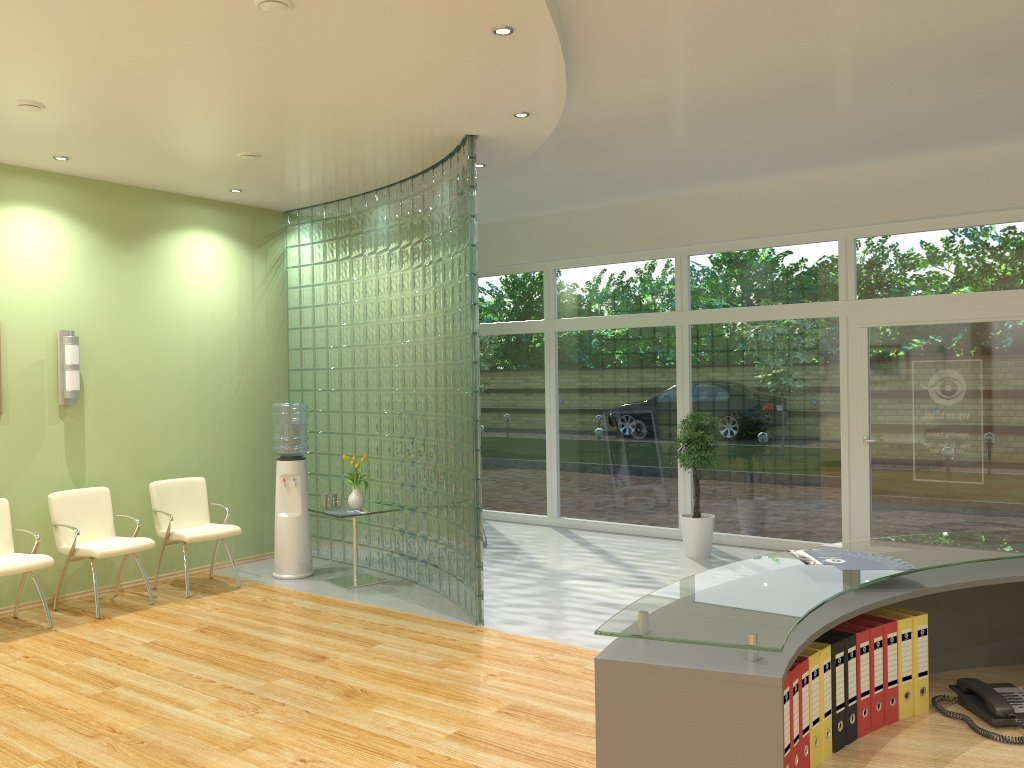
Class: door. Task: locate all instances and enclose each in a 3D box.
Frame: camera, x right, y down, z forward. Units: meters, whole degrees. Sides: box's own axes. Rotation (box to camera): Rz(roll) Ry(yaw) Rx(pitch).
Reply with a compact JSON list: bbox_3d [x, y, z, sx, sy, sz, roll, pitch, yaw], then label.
[{"bbox_3d":[3.739,0.475,7.602,1.500,2.200,0.218,-1,1,37],"label":"door"}]

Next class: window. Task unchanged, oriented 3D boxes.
[{"bbox_3d":[3.255,0.081,7.962,9.401,3.000,0.092,-1,1,37],"label":"window"}]

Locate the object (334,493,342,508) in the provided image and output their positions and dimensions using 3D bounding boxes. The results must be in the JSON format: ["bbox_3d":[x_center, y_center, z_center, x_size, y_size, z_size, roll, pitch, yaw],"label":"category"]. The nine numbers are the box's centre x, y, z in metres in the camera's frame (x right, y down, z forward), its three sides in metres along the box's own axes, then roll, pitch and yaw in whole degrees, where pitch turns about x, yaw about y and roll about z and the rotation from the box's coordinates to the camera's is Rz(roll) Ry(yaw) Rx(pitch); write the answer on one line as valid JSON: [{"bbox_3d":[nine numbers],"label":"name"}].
[{"bbox_3d":[-1.473,0.989,7.513,0.072,0.119,0.071,-1,1,37],"label":"object"}]

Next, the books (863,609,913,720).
[{"bbox_3d":[1.068,0.806,2.616,0.063,0.282,0.231,-1,0,-27],"label":"books"}]

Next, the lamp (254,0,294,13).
[{"bbox_3d":[-1.042,-1.655,3.886,0.167,0.024,0.167,-1,0,-14],"label":"lamp"}]

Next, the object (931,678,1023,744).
[{"bbox_3d":[1.365,0.903,2.431,0.279,0.081,0.411,-1,0,-3],"label":"object"}]

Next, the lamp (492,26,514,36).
[{"bbox_3d":[-0.043,-1.681,4.226,0.105,0.011,0.105,-1,0,7],"label":"lamp"}]

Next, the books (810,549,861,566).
[{"bbox_3d":[0.969,0.520,2.669,0.150,0.004,0.210,-1,0,22],"label":"books"}]

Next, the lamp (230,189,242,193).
[{"bbox_3d":[-2.387,-1.668,7.664,0.105,0.011,0.105,-1,0,18],"label":"lamp"}]

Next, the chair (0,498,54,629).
[{"bbox_3d":[11.627,0.954,7.331,31.281,0.986,0.752,-1,0,-5],"label":"chair"}]

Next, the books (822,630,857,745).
[{"bbox_3d":[0.815,0.812,2.424,0.233,0.282,0.062,-1,1,36],"label":"books"}]

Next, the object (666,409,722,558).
[{"bbox_3d":[1.725,0.916,8.305,0.503,1.376,0.590,-1,0,17],"label":"object"}]

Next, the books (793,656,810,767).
[{"bbox_3d":[0.633,0.816,2.239,0.231,0.282,0.063,-1,1,43],"label":"books"}]

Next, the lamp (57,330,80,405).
[{"bbox_3d":[-3.450,-0.130,6.916,0.142,0.580,0.134,-1,1,37],"label":"lamp"}]

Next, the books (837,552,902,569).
[{"bbox_3d":[1.022,0.520,2.621,0.210,0.004,0.150,-1,0,-28],"label":"books"}]

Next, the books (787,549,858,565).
[{"bbox_3d":[0.933,0.520,2.676,0.150,0.004,0.210,-1,0,2],"label":"books"}]

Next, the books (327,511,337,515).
[{"bbox_3d":[-1.398,1.048,7.254,0.150,0.004,0.210,-1,1,42],"label":"books"}]

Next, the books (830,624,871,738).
[{"bbox_3d":[0.890,0.810,2.492,0.063,0.282,0.231,-1,1,-34],"label":"books"}]

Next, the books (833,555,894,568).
[{"bbox_3d":[1.012,0.520,2.636,0.210,0.004,0.150,-1,1,-38],"label":"books"}]

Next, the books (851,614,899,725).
[{"bbox_3d":[1.008,0.808,2.577,0.063,0.282,0.231,-1,0,-29],"label":"books"}]

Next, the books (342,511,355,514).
[{"bbox_3d":[-1.296,1.046,7.232,0.150,0.004,0.210,-1,0,-18],"label":"books"}]

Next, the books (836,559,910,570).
[{"bbox_3d":[1.029,0.520,2.604,0.210,0.004,0.150,-1,0,-18],"label":"books"}]

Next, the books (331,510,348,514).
[{"bbox_3d":[-1.367,1.047,7.234,0.150,0.004,0.210,-1,0,22],"label":"books"}]

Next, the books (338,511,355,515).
[{"bbox_3d":[-1.332,1.046,7.227,0.150,0.004,0.210,-1,0,2],"label":"books"}]

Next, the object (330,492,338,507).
[{"bbox_3d":[-1.521,0.990,7.577,0.072,0.119,0.071,-1,1,37],"label":"object"}]

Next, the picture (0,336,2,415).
[{"bbox_3d":[-4.083,-0.114,6.170,0.025,0.700,1.000,-1,1,37],"label":"picture"}]

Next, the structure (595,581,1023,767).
[{"bbox_3d":[2.236,1.108,2.114,3.673,1.049,1.837,-1,0,22],"label":"structure"}]

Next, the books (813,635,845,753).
[{"bbox_3d":[0.765,0.813,2.377,0.233,0.282,0.062,-1,1,36],"label":"books"}]

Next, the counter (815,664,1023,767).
[{"bbox_3d":[2.212,0.942,2.060,3.444,0.018,1.723,-1,0,22],"label":"counter"}]

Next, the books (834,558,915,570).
[{"bbox_3d":[1.034,0.520,2.568,0.210,0.004,0.150,-1,0,2],"label":"books"}]

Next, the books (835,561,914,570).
[{"bbox_3d":[1.033,0.520,2.586,0.210,0.004,0.150,-1,0,-8],"label":"books"}]

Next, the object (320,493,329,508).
[{"bbox_3d":[-1.591,0.991,7.530,0.072,0.119,0.071,-1,1,37],"label":"object"}]

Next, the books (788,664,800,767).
[{"bbox_3d":[0.586,0.818,2.179,0.231,0.282,0.063,-1,1,38],"label":"books"}]

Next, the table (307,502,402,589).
[{"bbox_3d":[-1.320,1.354,7.454,0.581,0.614,0.581,-1,1,-39],"label":"table"}]

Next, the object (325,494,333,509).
[{"bbox_3d":[-1.540,0.991,7.463,0.072,0.119,0.071,-1,1,37],"label":"object"}]

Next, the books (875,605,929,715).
[{"bbox_3d":[1.108,0.805,2.634,0.062,0.282,0.233,-1,1,-40],"label":"books"}]

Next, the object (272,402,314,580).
[{"bbox_3d":[-1.917,0.916,7.731,0.353,1.506,0.353,-1,1,44],"label":"object"}]

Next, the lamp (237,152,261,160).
[{"bbox_3d":[-1.922,-1.660,6.488,0.167,0.024,0.167,-1,0,20],"label":"lamp"}]

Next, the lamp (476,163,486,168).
[{"bbox_3d":[-0.257,-1.698,6.900,0.105,0.011,0.105,-1,1,-36],"label":"lamp"}]

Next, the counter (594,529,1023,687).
[{"bbox_3d":[2.227,0.544,2.109,3.674,0.078,1.837,-1,0,22],"label":"counter"}]

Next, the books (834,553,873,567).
[{"bbox_3d":[0.985,0.520,2.661,0.150,0.004,0.210,-1,1,32],"label":"books"}]

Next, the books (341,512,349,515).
[{"bbox_3d":[-1.313,1.046,7.228,0.150,0.004,0.210,-1,0,-8],"label":"books"}]

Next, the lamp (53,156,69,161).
[{"bbox_3d":[-3.288,-1.644,6.465,0.105,0.011,0.105,-1,0,18],"label":"lamp"}]

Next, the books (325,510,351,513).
[{"bbox_3d":[-1.411,1.048,7.267,0.210,0.004,0.150,-1,1,-38],"label":"books"}]

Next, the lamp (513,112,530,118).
[{"bbox_3d":[0.060,-1.693,5.582,0.105,0.011,0.105,-1,1,-37],"label":"lamp"}]

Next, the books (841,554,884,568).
[{"bbox_3d":[1.000,0.520,2.650,0.150,0.004,0.210,-1,1,42],"label":"books"}]

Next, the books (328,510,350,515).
[{"bbox_3d":[-1.384,1.047,7.243,0.150,0.004,0.210,-1,1,32],"label":"books"}]

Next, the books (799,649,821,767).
[{"bbox_3d":[0.663,0.816,2.272,0.233,0.282,0.062,-1,1,31],"label":"books"}]

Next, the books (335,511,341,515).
[{"bbox_3d":[-1.350,1.047,7.229,0.150,0.004,0.210,-1,0,12],"label":"books"}]

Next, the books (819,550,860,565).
[{"bbox_3d":[0.951,0.520,2.674,0.150,0.004,0.210,-1,0,12],"label":"books"}]

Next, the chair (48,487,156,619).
[{"bbox_3d":[11.867,0.947,7.661,30.806,0.986,0.748,-1,0,-3],"label":"chair"}]

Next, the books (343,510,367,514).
[{"bbox_3d":[-1.279,1.045,7.239,0.150,0.004,0.210,-1,0,-28],"label":"books"}]

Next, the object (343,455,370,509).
[{"bbox_3d":[-1.306,0.817,7.443,0.219,0.459,0.201,-1,0,-23],"label":"object"}]

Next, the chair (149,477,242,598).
[{"bbox_3d":[-2.622,1.243,7.341,0.650,0.881,0.536,-1,1,42],"label":"chair"}]

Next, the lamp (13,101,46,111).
[{"bbox_3d":[-2.854,-1.636,5.247,0.167,0.024,0.167,-1,0,-2],"label":"lamp"}]

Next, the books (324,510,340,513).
[{"bbox_3d":[-1.421,1.048,7.282,0.210,0.004,0.150,-1,0,-28],"label":"books"}]

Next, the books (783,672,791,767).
[{"bbox_3d":[0.548,0.819,2.126,0.231,0.282,0.063,-1,1,38],"label":"books"}]

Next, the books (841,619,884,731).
[{"bbox_3d":[0.945,0.809,2.535,0.063,0.282,0.231,-1,1,-34],"label":"books"}]

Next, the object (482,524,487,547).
[{"bbox_3d":[-0.608,1.000,8.638,0.606,1.285,0.848,-1,0,7],"label":"object"}]

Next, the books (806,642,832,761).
[{"bbox_3d":[0.711,0.814,2.324,0.233,0.282,0.062,-1,1,32],"label":"books"}]
